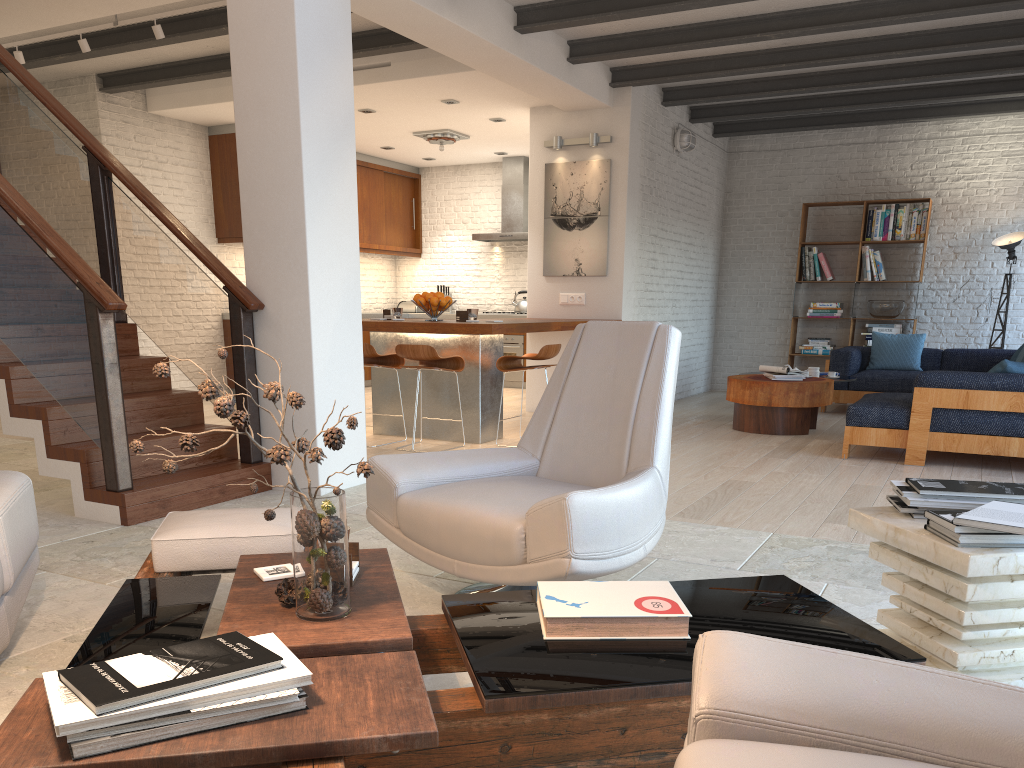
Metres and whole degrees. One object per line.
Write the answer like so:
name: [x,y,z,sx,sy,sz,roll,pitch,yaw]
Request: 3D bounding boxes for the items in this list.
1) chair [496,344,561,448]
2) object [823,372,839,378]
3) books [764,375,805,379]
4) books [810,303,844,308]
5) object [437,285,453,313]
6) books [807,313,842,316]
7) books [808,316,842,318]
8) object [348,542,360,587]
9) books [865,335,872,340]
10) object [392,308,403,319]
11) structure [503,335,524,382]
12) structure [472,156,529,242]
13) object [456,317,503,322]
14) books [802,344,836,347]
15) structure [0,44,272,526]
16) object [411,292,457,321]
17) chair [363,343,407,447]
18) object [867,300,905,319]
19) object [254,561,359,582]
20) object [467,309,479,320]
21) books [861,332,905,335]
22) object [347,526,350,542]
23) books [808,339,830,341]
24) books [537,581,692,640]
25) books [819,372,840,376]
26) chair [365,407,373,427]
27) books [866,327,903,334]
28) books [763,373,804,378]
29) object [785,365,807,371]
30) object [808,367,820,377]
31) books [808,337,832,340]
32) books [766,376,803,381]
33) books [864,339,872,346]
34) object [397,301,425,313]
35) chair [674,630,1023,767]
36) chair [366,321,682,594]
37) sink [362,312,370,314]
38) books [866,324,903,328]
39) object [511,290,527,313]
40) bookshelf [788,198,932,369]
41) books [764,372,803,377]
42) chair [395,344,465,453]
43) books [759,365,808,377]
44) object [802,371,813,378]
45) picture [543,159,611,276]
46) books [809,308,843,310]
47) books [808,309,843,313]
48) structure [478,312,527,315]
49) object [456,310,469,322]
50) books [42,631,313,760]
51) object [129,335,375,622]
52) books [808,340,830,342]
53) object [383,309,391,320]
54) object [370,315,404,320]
chair: [0.158,0.083,6.666,0.419,0.803,0.392,7,15,27]
object: [2.966,-0.079,8.100,0.154,0.059,0.263,3,6,21]
books: [2.361,-0.063,7.558,0.252,0.011,0.308,0,5,-3]
books: [3.683,-0.919,10.183,0.323,0.057,0.249,4,7,30]
object: [-0.955,-1.166,11.993,0.319,0.389,0.064,6,15,26]
books: [3.662,-0.815,10.208,0.377,0.038,0.237,3,6,22]
books: [3.672,-0.786,10.217,0.353,0.021,0.265,3,6,27]
object: [-0.437,0.449,2.175,0.094,0.085,0.110,0,9,0]
books: [4.223,-0.533,9.974,0.325,0.057,0.248,3,6,22]
object: [-0.910,-0.562,6.925,0.090,0.088,0.088,5,11,24]
structure: [-0.053,-0.353,11.410,0.664,0.599,0.486,6,12,27]
structure: [0.036,-2.330,11.007,0.977,1.029,0.443,6,14,27]
object: [-0.280,-0.494,6.667,0.391,0.036,0.193,4,6,31]
books: [3.633,-0.456,10.318,0.378,0.019,0.237,3,6,20]
structure: [-1.474,-1.548,5.226,10.073,4.290,13.509,4,7,28]
object: [-0.614,-0.612,6.863,0.366,0.230,0.351,0,8,-7]
chair: [-1.106,0.066,6.718,0.401,0.803,0.409,7,15,27]
object: [4.249,-0.848,9.923,0.399,0.209,0.391,-2,8,-21]
object: [-0.526,0.465,2.255,0.271,0.036,0.241,1,6,0]
object: [-0.299,-0.528,6.630,0.089,0.088,0.089,10,14,42]
books: [4.244,-0.571,9.967,0.441,0.021,0.265,3,6,27]
object: [-0.472,0.423,2.308,0.091,0.088,0.088,-2,10,-13]
books: [3.644,-0.525,10.321,0.241,0.008,0.152,3,6,27]
books: [0.228,0.525,2.039,0.326,0.058,0.246,0,6,-2]
books: [3.046,-0.099,8.498,0.231,0.023,0.157,-1,6,-14]
chair: [-1.350,-0.002,7.427,0.419,0.803,0.392,7,15,27]
books: [4.260,-0.615,9.967,0.378,0.067,0.237,3,6,21]
books: [2.347,-0.073,7.543,0.252,0.011,0.308,0,5,-3]
object: [2.804,-0.143,8.571,0.192,0.094,0.182,-5,9,-37]
object: [2.763,-0.099,7.993,0.106,0.112,0.106,10,14,43]
books: [3.640,-0.536,10.305,0.250,0.018,0.158,3,6,27]
books: [2.356,-0.051,7.546,0.252,0.011,0.308,1,5,7]
books: [4.252,-0.471,9.988,0.379,0.067,0.237,2,6,14]
object: [-1.415,-1.079,12.203,0.342,0.165,0.244,4,9,27]
chair: [0.668,0.504,0.936,0.981,1.035,0.992,3,11,12]
chair: [0.142,0.295,3.129,1.008,1.053,0.955,10,14,43]
sink: [-1.973,-1.007,11.221,0.512,0.444,0.836,6,9,28]
books: [4.254,-0.666,9.952,0.377,0.038,0.238,3,6,27]
object: [0.160,-1.049,11.089,0.259,0.285,0.257,-8,14,-40]
bookshelf: [3.948,-0.923,10.022,1.306,2.284,0.353,7,16,26]
books: [2.342,-0.083,7.533,0.252,0.011,0.308,1,5,2]
chair: [-0.630,0.093,6.478,0.401,0.803,0.409,7,15,27]
books: [2.369,-0.103,7.602,0.271,0.113,0.314,-3,7,-30]
object: [2.601,-0.086,7.744,0.146,0.058,0.170,3,7,17]
picture: [0.596,-1.533,8.130,0.649,1.053,0.019,7,16,26]
books: [3.676,-0.881,10.198,0.353,0.021,0.265,3,6,26]
books: [3.668,-0.851,10.188,0.378,0.038,0.237,3,6,21]
structure: [-0.013,-0.917,11.324,0.805,0.033,0.575,3,6,27]
object: [-0.374,-0.527,6.754,0.094,0.085,0.111,-2,9,-17]
books: [-0.565,0.516,1.484,0.398,0.077,0.244,-3,7,-30]
object: [-0.552,0.205,1.883,0.542,0.630,0.304,0,13,-2]
books: [3.641,-0.512,10.334,0.235,0.019,0.166,3,6,20]
object: [-0.969,-0.561,7.060,0.113,0.085,0.091,5,11,27]
object: [-0.960,-0.531,7.000,0.285,0.036,0.200,3,6,27]
